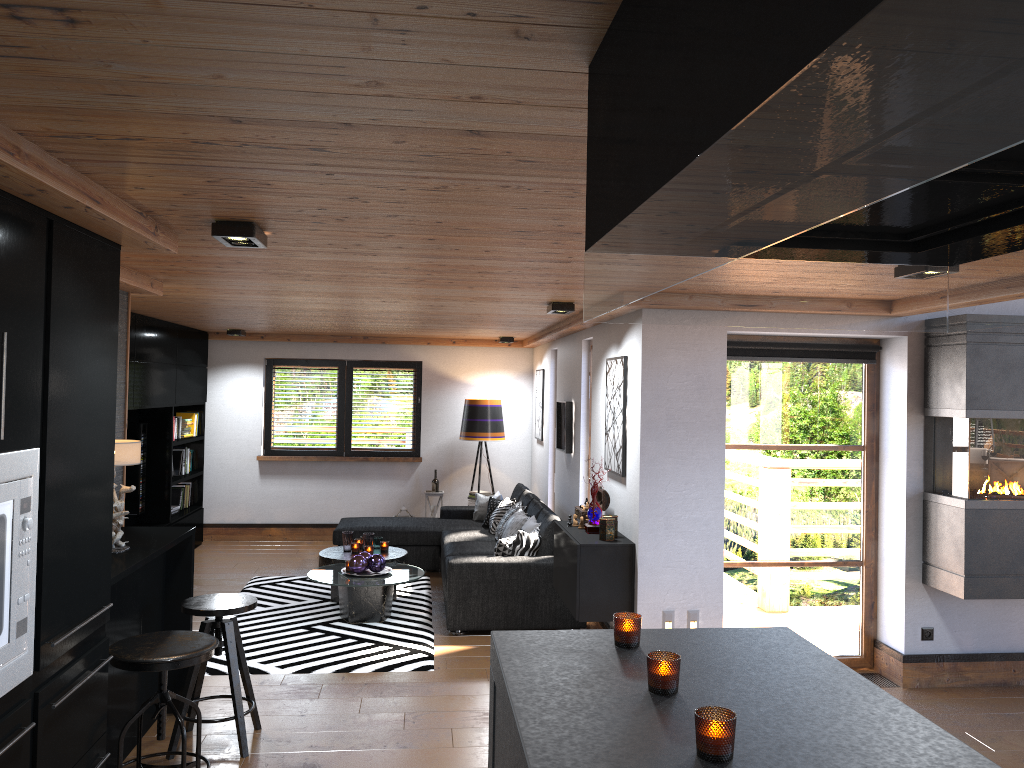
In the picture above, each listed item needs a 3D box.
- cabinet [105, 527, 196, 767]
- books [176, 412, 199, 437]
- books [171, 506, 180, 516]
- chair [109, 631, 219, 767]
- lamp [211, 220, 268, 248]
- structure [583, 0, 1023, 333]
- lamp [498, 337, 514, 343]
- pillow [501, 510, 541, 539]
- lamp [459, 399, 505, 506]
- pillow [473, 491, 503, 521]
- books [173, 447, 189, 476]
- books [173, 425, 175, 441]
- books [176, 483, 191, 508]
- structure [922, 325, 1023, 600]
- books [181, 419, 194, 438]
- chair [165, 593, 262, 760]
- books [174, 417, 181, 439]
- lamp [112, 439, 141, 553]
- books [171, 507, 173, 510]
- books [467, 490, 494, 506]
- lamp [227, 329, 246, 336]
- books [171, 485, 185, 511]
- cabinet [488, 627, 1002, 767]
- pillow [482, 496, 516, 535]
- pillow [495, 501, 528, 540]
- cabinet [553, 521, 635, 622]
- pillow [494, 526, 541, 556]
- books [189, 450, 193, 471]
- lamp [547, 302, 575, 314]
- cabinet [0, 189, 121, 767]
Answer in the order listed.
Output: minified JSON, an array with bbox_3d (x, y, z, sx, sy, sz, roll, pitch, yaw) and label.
[{"bbox_3d":[-1.892,1.286,4.061,0.430,1.010,1.621,1,-1,-6],"label":"cabinet"},{"bbox_3d":[-3.610,0.450,9.858,0.213,0.261,0.210,1,-1,-6],"label":"books"},{"bbox_3d":[-3.618,1.325,9.253,0.210,0.073,0.265,1,0,-3],"label":"books"},{"bbox_3d":[-1.479,1.449,3.738,0.442,0.717,0.440,1,-1,-3],"label":"chair"},{"bbox_3d":[-1.015,-0.564,3.316,0.156,0.068,0.260,1,0,-6],"label":"lamp"},{"bbox_3d":[0.648,-0.351,0.046,0.713,0.476,3.241,1,0,-6],"label":"structure"},{"bbox_3d":[-0.066,-0.499,9.955,0.156,0.068,0.260,1,0,-6],"label":"lamp"},{"bbox_3d":[0.074,1.260,7.395,0.285,0.328,0.723,1,-1,-16],"label":"pillow"},{"bbox_3d":[0.146,1.036,10.331,1.645,1.699,0.518,2,-1,-28],"label":"lamp"},{"bbox_3d":[-0.225,1.280,9.151,0.219,0.347,0.562,2,-1,-26],"label":"pillow"},{"bbox_3d":[-3.613,0.823,9.484,0.222,0.296,0.344,1,-1,-6],"label":"books"},{"bbox_3d":[-3.505,0.441,8.848,0.208,0.270,0.239,1,-1,-6],"label":"books"},{"bbox_3d":[-3.683,1.233,9.815,0.213,0.261,0.251,1,-1,-6],"label":"books"},{"bbox_3d":[3.317,0.433,5.425,1.448,1.650,0.431,1,-1,-7],"label":"structure"},{"bbox_3d":[-3.609,0.478,9.597,0.261,0.197,0.295,1,-1,-4],"label":"books"},{"bbox_3d":[-1.477,1.452,4.448,0.394,0.721,0.392,1,-1,-6],"label":"chair"},{"bbox_3d":[-3.613,0.462,9.308,0.183,0.232,0.283,1,-1,-3],"label":"books"},{"bbox_3d":[-1.888,0.526,4.172,0.248,0.516,0.247,1,-1,-3],"label":"lamp"},{"bbox_3d":[-3.573,1.267,8.901,0.259,0.188,0.302,1,-1,1],"label":"books"},{"bbox_3d":[-0.356,1.301,10.056,0.221,0.159,0.253,2,-1,-40],"label":"books"},{"bbox_3d":[-2.982,-0.559,9.596,0.156,0.068,0.260,1,0,-6],"label":"lamp"},{"bbox_3d":[-3.662,1.235,9.608,0.207,0.256,0.244,1,-1,-7],"label":"books"},{"bbox_3d":[0.608,1.255,0.199,0.891,1.104,4.787,1,0,-6],"label":"cabinet"},{"bbox_3d":[-0.101,1.283,8.661,0.312,0.364,0.665,1,-1,-11],"label":"pillow"},{"bbox_3d":[-0.004,1.278,8.037,0.276,0.356,0.725,1,-1,-6],"label":"pillow"},{"bbox_3d":[0.521,1.206,5.838,0.359,0.468,0.952,1,-1,-6],"label":"cabinet"},{"bbox_3d":[0.064,1.279,6.863,0.296,0.346,0.542,0,-1,45],"label":"pillow"},{"bbox_3d":[-3.659,0.856,9.804,0.189,0.238,0.289,1,-1,-7],"label":"books"},{"bbox_3d":[0.328,-0.519,6.001,0.156,0.068,0.260,1,0,-6],"label":"lamp"},{"bbox_3d":[-1.415,0.576,0.090,0.545,2.381,6.411,1,-1,-6],"label":"cabinet"}]
